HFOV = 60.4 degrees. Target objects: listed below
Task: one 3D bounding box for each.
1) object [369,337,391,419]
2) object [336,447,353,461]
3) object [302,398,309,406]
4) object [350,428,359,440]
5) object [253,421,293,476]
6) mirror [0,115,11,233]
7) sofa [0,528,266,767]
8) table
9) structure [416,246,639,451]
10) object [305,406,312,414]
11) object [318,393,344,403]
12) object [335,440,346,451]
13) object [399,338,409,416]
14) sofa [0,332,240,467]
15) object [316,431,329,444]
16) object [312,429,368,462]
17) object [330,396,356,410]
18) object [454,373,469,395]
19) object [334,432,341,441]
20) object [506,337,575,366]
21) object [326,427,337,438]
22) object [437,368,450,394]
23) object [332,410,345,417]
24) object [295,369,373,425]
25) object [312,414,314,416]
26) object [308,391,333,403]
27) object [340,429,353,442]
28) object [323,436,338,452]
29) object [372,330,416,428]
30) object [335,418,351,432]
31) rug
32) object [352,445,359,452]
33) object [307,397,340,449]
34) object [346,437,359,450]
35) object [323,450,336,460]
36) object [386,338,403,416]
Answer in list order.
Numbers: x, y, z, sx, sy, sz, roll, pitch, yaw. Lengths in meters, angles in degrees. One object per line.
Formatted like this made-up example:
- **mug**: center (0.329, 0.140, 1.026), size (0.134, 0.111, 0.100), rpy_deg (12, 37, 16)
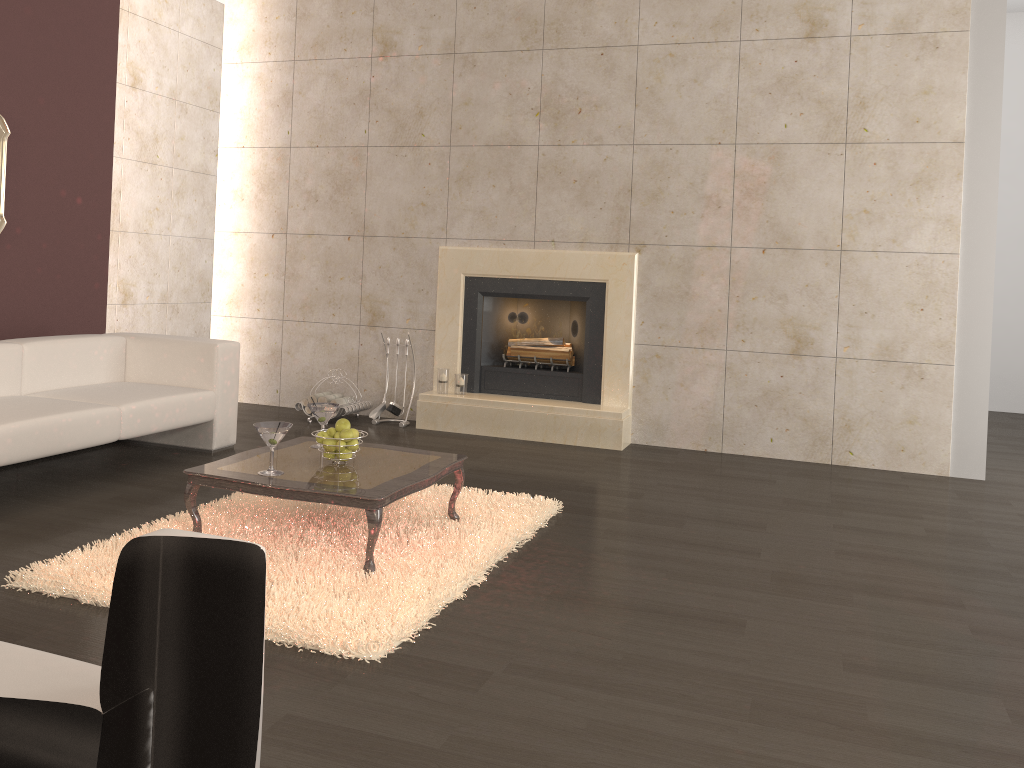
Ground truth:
- **object**: center (-0.971, -0.048, 6.548), size (0.125, 0.602, 0.116), rpy_deg (2, 0, -31)
- **object**: center (-0.700, 0.290, 3.672), size (0.069, 0.063, 0.068), rpy_deg (1, 4, -26)
- **object**: center (-1.487, 0.124, 6.622), size (0.057, 0.057, 0.253), rpy_deg (4, 7, 19)
- **object**: center (-0.672, 0.218, 3.710), size (0.057, 0.061, 0.063), rpy_deg (2, 4, -12)
- **object**: center (-0.942, 0.242, 3.458), size (0.151, 0.216, 0.152), rpy_deg (3, 2, 11)
- **mirror**: center (-3.433, -1.195, 4.645), size (0.047, 0.820, 1.790), rpy_deg (3, 5, 19)
- **sofa**: center (-1.506, 0.549, 1.414), size (2.030, 0.649, 0.947), rpy_deg (5, 5, 19)
- **table**: center (-0.750, 0.481, 3.701), size (0.906, 0.302, 0.918), rpy_deg (5, 7, 17)
- **structure**: center (0.144, -0.314, 6.431), size (1.528, 1.338, 0.589), rpy_deg (4, 2, 19)
- **object**: center (-1.462, 0.178, 6.613), size (0.057, 0.057, 0.253), rpy_deg (4, 7, 19)
- **object**: center (-1.348, 0.119, 6.576), size (0.079, 0.076, 0.253), rpy_deg (4, 6, 19)
- **object**: center (-0.706, 0.255, 3.630), size (0.044, 0.045, 0.046), rpy_deg (3, 4, 10)
- **object**: center (-0.796, -0.052, 6.492), size (0.027, 0.564, 0.106), rpy_deg (3, 0, 12)
- **sofa**: center (-2.564, 0.148, 4.327), size (0.945, 0.648, 2.795), rpy_deg (4, 7, 19)
- **object**: center (-0.791, 0.225, 3.672), size (0.054, 0.054, 0.054), rpy_deg (1, 4, -19)
- **object**: center (-0.724, 0.267, 3.695), size (0.233, 0.118, 0.235), rpy_deg (0, 6, -26)
- **object**: center (-1.261, 0.142, 6.551), size (0.080, 0.078, 0.263), rpy_deg (4, 6, 19)
- **object**: center (-0.375, 0.001, 6.463), size (0.108, 0.148, 0.108), rpy_deg (4, 3, 23)
- **object**: center (-0.717, 0.222, 3.666), size (0.045, 0.043, 0.045), rpy_deg (2, 4, -10)
- **object**: center (0.215, -0.253, 6.556), size (0.514, 0.211, 0.221), rpy_deg (5, 4, 19)
- **object**: center (-0.757, 0.207, 3.708), size (0.050, 0.049, 0.045), rpy_deg (5, 4, 33)
- **object**: center (-0.506, -0.022, 6.462), size (0.098, 0.183, 0.098), rpy_deg (2, 2, -28)
- **object**: center (-1.264, 0.208, 6.540), size (0.061, 0.059, 0.244), rpy_deg (4, 7, 19)
- **object**: center (-1.333, 0.078, 6.638), size (0.432, 0.379, 0.504), rpy_deg (4, 5, 19)
- **object**: center (-1.393, 0.185, 6.606), size (0.083, 0.073, 0.277), rpy_deg (4, 7, 19)
- **object**: center (-1.429, 0.108, 6.602), size (0.082, 0.082, 0.253), rpy_deg (4, 6, 19)
- **object**: center (-0.683, 0.213, 3.637), size (0.054, 0.051, 0.054), rpy_deg (4, 4, 20)
- **object**: center (-0.751, 0.249, 3.644), size (0.065, 0.066, 0.066), rpy_deg (2, 4, -14)
- **object**: center (-0.862, -0.049, 6.549), size (0.263, 0.697, 0.217), rpy_deg (3, 1, 19)
- **object**: center (-0.711, 0.177, 3.700), size (0.062, 0.064, 0.062), rpy_deg (4, 4, 19)
- **rug**: center (-0.747, 0.630, 3.682), size (1.512, 0.067, 2.007), rpy_deg (5, 7, 19)
- **object**: center (-0.675, 0.262, 3.731), size (0.051, 0.048, 0.051), rpy_deg (3, 4, 14)
- **object**: center (-0.862, 0.177, 4.017), size (0.151, 0.216, 0.152), rpy_deg (2, 2, -6)
- **object**: center (-0.666, 0.249, 3.660), size (0.053, 0.051, 0.054), rpy_deg (4, 4, 23)
- **object**: center (-0.762, 0.291, 3.688), size (0.055, 0.054, 0.055), rpy_deg (5, 4, 30)
- **object**: center (-0.862, -0.050, 6.543), size (0.070, 0.586, 0.136), rpy_deg (3, 1, 43)
